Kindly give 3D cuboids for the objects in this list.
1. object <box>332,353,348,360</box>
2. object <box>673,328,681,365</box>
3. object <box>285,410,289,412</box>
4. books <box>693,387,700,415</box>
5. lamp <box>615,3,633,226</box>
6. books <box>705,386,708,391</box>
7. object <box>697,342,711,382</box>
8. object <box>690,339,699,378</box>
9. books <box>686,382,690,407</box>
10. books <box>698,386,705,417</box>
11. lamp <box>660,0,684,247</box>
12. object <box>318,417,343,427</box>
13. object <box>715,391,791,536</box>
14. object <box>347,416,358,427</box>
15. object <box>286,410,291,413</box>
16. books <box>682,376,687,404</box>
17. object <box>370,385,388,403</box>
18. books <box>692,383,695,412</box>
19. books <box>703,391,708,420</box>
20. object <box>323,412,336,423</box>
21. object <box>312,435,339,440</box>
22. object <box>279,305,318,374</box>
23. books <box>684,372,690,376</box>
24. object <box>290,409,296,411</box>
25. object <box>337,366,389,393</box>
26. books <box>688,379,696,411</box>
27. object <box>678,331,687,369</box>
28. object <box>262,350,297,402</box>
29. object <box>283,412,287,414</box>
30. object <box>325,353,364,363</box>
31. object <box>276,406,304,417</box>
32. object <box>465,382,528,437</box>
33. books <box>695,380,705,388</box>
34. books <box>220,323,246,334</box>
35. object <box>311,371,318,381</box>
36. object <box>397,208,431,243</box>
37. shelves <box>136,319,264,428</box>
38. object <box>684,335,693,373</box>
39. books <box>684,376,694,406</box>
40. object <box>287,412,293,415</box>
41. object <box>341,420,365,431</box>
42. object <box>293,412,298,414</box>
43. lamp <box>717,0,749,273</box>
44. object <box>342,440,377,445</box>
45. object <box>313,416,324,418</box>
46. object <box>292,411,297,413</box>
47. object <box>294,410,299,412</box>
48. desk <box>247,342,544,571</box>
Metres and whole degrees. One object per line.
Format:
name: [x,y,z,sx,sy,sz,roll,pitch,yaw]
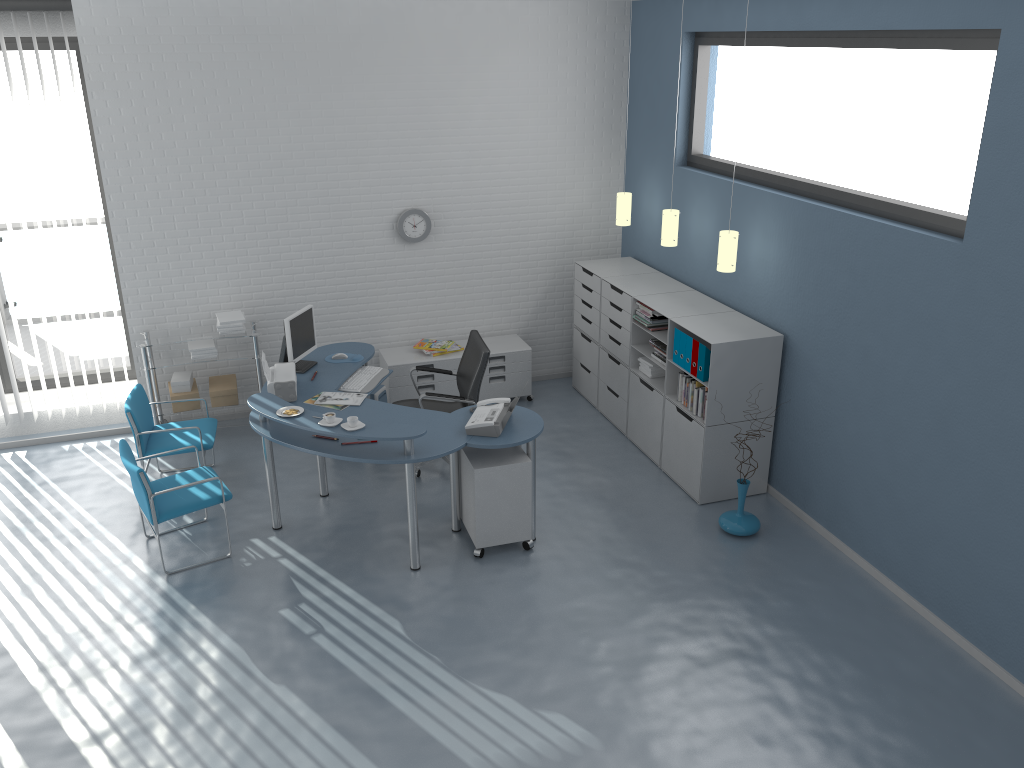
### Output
object: [-1.259,-0.205,6.478,0.115,0.035,0.054,-3,22,-7]
object: [1.204,-0.267,6.052,0.181,0.247,0.082,-7,23,-17]
object: [-1.320,0.159,5.213,0.027,0.005,0.025,9,23,22]
books: [1.292,0.108,5.910,0.173,0.184,0.032,-7,23,-17]
lamp: [0.903,-2.133,6.925,0.120,1.786,0.120,12,25,29]
books: [1.330,0.110,5.843,0.138,0.229,0.032,-7,23,-17]
object: [1.308,-0.151,5.756,0.181,0.247,0.082,-7,23,-17]
object: [1.282,-0.180,5.830,0.181,0.247,0.082,-7,23,-17]
books: [1.257,0.066,6.033,0.157,0.172,0.021,-7,23,-17]
books: [1.310,0.110,5.877,0.157,0.203,0.040,-7,23,-17]
lamp: [1.153,-1.856,6.217,0.120,1.786,0.120,12,25,29]
object: [-1.034,0.218,5.057,0.119,0.016,0.119,7,23,18]
object: [1.455,0.493,5.456,0.312,0.972,0.357,-19,28,-39]
object: [-0.896,0.212,5.001,0.062,0.049,0.078,1,22,3]
object: [-1.309,0.162,5.194,0.025,0.005,0.027,-5,22,-12]
books: [1.240,0.035,6.076,0.157,0.198,0.022,-7,23,-17]
object: [-1.218,0.218,6.953,0.471,0.422,0.199,6,22,16]
books: [1.286,0.082,5.949,0.155,0.203,0.017,-7,23,-17]
books: [1.330,0.135,5.822,0.157,0.198,0.022,-7,23,-17]
object: [-1.038,0.193,5.054,0.062,0.049,0.078,-11,24,-26]
object: [-1.095,0.313,5.199,0.178,0.013,0.013,7,23,19]
object: [-1.530,-0.311,6.240,0.212,0.417,0.365,5,22,14]
books: [1.241,0.010,6.097,0.138,0.229,0.032,-7,23,-17]
object: [-1.289,0.152,5.217,0.025,0.005,0.027,11,24,26]
object: [-1.058,-0.038,6.255,0.276,0.028,0.478,4,22,12]
books: [1.272,0.067,5.970,0.166,0.217,0.038,-7,23,-17]
object: [1.230,-0.238,5.978,0.181,0.247,0.082,-7,23,-17]
object: [-1.523,-0.068,5.820,0.197,0.273,0.392,-5,22,-12]
object: [-1.322,0.170,5.184,0.027,0.005,0.025,7,23,17]
object: [-1.227,-0.203,6.493,0.285,0.026,0.213,-2,22,-5]
object: [-1.299,0.165,5.195,0.162,0.011,0.162,9,23,23]
object: [-0.103,0.107,5.340,0.399,0.280,0.405,4,22,11]
books: [1.291,0.068,5.924,0.157,0.247,0.021,-7,23,-17]
books: [-2.169,-0.445,6.858,0.190,0.015,0.270,-8,23,-19]
object: [-1.369,-0.056,6.139,0.013,0.013,0.178,-1,22,0]
object: [-0.800,-1.297,7.257,0.279,0.277,0.041,-7,23,-17]
shelves: [-2.386,-0.002,6.956,0.896,0.848,0.441,-7,22,-16]
object: [1.256,-0.209,5.904,0.181,0.247,0.082,-7,23,-17]
books: [1.249,0.042,6.051,0.157,0.203,0.032,-7,23,-17]
object: [-1.294,0.171,5.169,0.027,0.005,0.025,-17,27,-35]
object: [-0.896,0.238,5.003,0.119,0.016,0.119,-17,27,-36]
object: [-1.266,0.171,5.182,0.027,0.005,0.025,-12,24,-27]
lamp: [1.402,-1.578,5.510,0.120,1.786,0.120,12,25,29]
object: [-0.880,0.339,5.135,0.200,0.010,0.011,-4,22,-8]
object: [-1.106,0.191,5.115,0.119,0.021,0.025,11,24,27]
object: [-1.274,0.162,5.191,0.025,0.005,0.027,-11,24,-25]
object: [-1.268,0.158,5.213,0.027,0.005,0.025,16,27,36]
desk: [-0.967,0.405,5.823,1.402,0.900,2.282,-19,28,-39]
